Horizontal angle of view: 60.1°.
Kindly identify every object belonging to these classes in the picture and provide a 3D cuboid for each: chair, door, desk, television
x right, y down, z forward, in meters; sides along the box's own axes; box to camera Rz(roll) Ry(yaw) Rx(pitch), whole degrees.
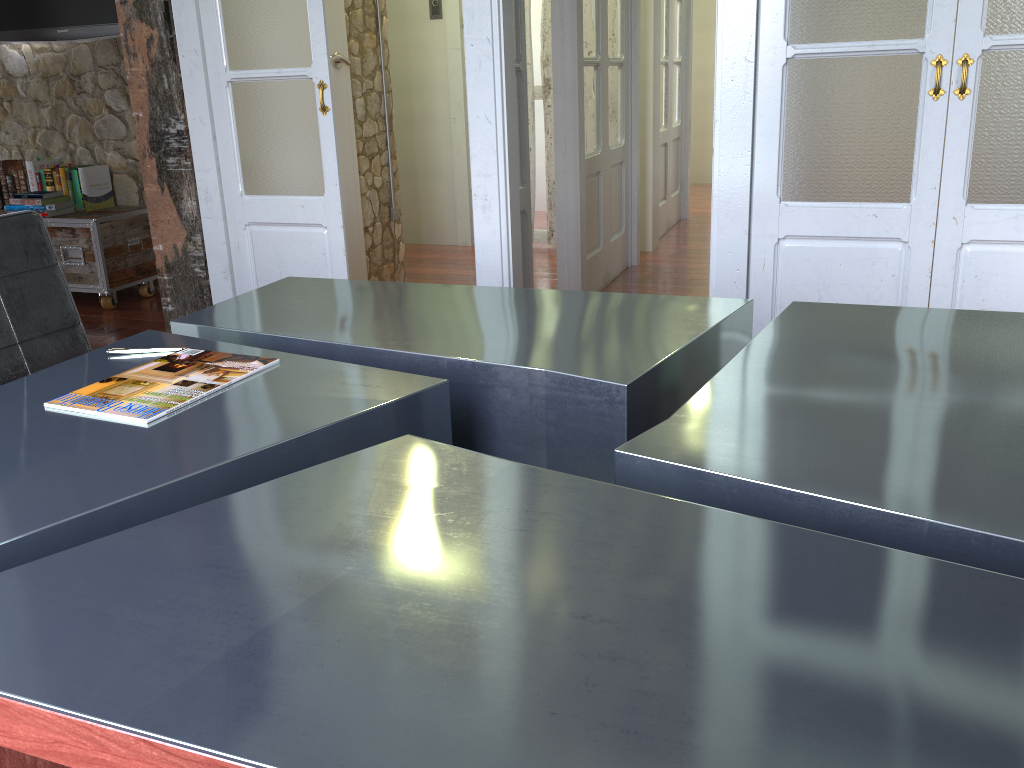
[{"bbox_3d":[-0.721,0.185,1.562,0.602,0.905,0.482,4,18,20],"label":"chair"},{"bbox_3d":[-0.513,-1.022,3.105,1.188,2.149,0.489,-4,17,-5],"label":"door"},{"bbox_3d":[-0.010,0.341,1.416,1.714,0.644,1.467,5,20,20],"label":"desk"},{"bbox_3d":[0.463,-1.521,4.565,0.041,2.054,1.092,4,18,20],"label":"door"},{"bbox_3d":[-2.391,-2.183,4.692,1.129,0.721,0.106,5,18,20],"label":"television"},{"bbox_3d":[1.204,-0.855,2.429,1.059,2.146,0.041,4,18,20],"label":"door"},{"bbox_3d":[1.087,-2.106,6.168,0.041,2.054,1.092,4,18,20],"label":"door"},{"bbox_3d":[-0.970,-1.325,3.932,0.145,2.185,0.881,4,18,20],"label":"door"}]

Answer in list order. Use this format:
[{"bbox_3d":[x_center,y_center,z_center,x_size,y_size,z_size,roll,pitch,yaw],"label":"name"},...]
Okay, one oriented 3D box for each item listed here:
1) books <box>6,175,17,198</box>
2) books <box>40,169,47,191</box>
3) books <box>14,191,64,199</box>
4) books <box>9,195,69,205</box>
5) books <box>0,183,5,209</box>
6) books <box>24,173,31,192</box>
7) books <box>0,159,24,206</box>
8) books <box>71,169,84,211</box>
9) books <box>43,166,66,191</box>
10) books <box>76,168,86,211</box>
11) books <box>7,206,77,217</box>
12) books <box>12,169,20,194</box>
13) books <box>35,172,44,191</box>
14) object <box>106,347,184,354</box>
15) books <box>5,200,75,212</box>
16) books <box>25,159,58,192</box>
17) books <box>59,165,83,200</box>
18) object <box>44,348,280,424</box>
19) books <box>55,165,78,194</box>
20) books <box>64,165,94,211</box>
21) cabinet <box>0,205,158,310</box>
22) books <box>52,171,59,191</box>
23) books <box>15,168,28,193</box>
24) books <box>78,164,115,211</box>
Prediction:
[{"bbox_3d":[-2.818,-1.111,5.094,0.048,0.189,0.146,4,19,20],"label":"books"},{"bbox_3d":[-2.575,-1.115,5.033,0.045,0.219,0.177,4,19,20],"label":"books"},{"bbox_3d":[-2.554,-1.021,4.782,0.204,0.023,0.146,5,20,20],"label":"books"},{"bbox_3d":[-2.556,-0.997,4.792,0.255,0.029,0.177,7,21,25],"label":"books"},{"bbox_3d":[-2.905,-1.140,5.133,0.057,0.225,0.192,4,19,20],"label":"books"},{"bbox_3d":[-2.690,-1.111,5.058,0.027,0.203,0.163,4,19,20],"label":"books"},{"bbox_3d":[-2.865,-1.149,5.094,0.044,0.266,0.142,4,18,20],"label":"books"},{"bbox_3d":[-2.356,-1.091,4.939,0.045,0.219,0.177,4,19,20],"label":"books"},{"bbox_3d":[-2.535,-1.106,4.994,0.057,0.224,0.173,4,19,20],"label":"books"},{"bbox_3d":[-2.327,-1.090,4.918,0.026,0.228,0.162,4,19,20],"label":"books"},{"bbox_3d":[-2.551,-0.937,4.805,0.285,0.032,0.200,5,20,20],"label":"books"},{"bbox_3d":[-2.772,-1.127,5.089,0.038,0.220,0.162,4,19,20],"label":"books"},{"bbox_3d":[-2.614,-1.104,5.031,0.026,0.203,0.163,4,19,20],"label":"books"},{"bbox_3d":[-0.683,-0.064,1.657,0.149,0.011,0.011,-3,18,-3],"label":"object"},{"bbox_3d":[-2.552,-0.967,4.796,0.284,0.030,0.201,0,19,6],"label":"books"},{"bbox_3d":[-2.652,-1.138,5.037,0.053,0.265,0.179,4,18,20],"label":"books"},{"bbox_3d":[-2.428,-1.099,4.952,0.034,0.231,0.185,4,19,20],"label":"books"},{"bbox_3d":[-0.575,-0.002,1.483,0.224,0.012,0.311,7,21,24],"label":"object"},{"bbox_3d":[-2.458,-1.103,4.967,0.034,0.231,0.185,4,19,20],"label":"books"},{"bbox_3d":[-2.395,-1.097,4.944,0.034,0.231,0.185,4,19,20],"label":"books"},{"bbox_3d":[-2.695,-0.741,5.048,1.424,0.503,0.495,5,19,20],"label":"cabinet"},{"bbox_3d":[-2.489,-1.097,4.985,0.037,0.210,0.170,4,19,20],"label":"books"},{"bbox_3d":[-2.730,-1.124,5.069,0.057,0.224,0.173,4,19,20],"label":"books"},{"bbox_3d":[-2.300,-1.088,4.905,0.034,0.231,0.185,4,19,20],"label":"books"}]
